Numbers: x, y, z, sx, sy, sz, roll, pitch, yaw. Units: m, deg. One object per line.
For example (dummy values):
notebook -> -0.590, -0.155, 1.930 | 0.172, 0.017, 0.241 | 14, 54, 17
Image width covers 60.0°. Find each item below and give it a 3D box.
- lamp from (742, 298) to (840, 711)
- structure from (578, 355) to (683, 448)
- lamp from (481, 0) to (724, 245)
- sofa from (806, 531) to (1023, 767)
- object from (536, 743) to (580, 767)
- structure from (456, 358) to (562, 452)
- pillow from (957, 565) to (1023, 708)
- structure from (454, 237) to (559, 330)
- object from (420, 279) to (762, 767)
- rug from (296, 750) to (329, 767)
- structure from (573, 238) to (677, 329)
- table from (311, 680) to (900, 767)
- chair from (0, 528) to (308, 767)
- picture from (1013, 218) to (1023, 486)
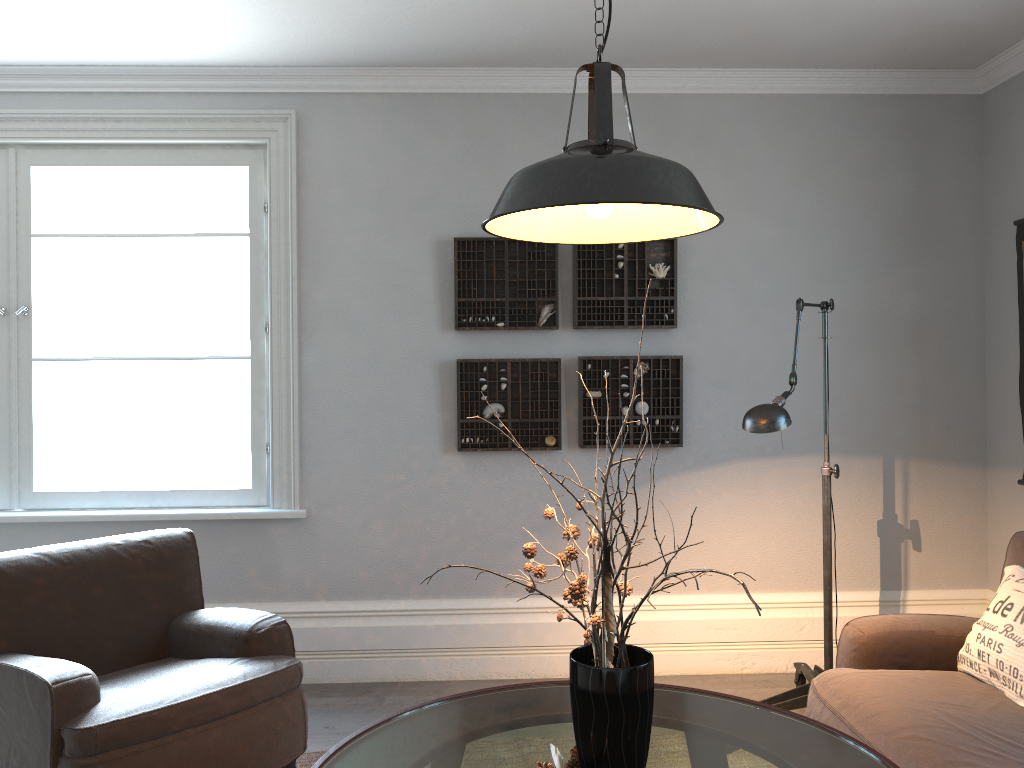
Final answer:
lamp -> 1.402, 0.502, 3.398 | 0.797, 1.644, 1.864 | -1, 0, 35
structure -> 0.536, 0.079, 4.010 | 0.468, 0.416, 0.086 | -1, 0, -2
lamp -> 0.182, -0.868, 1.866 | 0.504, 1.076, 0.504 | 0, 0, -45
sofa -> 1.429, 0.908, 1.906 | 0.968, 0.824, 2.165 | -1, 0, -2
object -> 0.108, 0.818, 1.846 | 0.153, 0.067, 0.404 | -1, 0, 15
structure -> -0.013, 0.092, 3.988 | 0.468, 0.416, 0.086 | -1, 0, -2
pillow -> 1.509, 0.737, 2.577 | 0.240, 0.368, 0.519 | -1, 0, -2
structure -> -0.025, -0.450, 4.004 | 0.468, 0.416, 0.099 | -1, 0, -2
object -> 0.133, 0.313, 1.759 | 0.525, 1.066, 0.853 | -1, 0, -31
rug -> 0.241, 1.287, 1.836 | 2.400, 0.090, 2.818 | -1, 0, -2
structure -> 0.511, -0.457, 4.001 | 0.468, 0.416, 0.105 | -1, 0, -2
table -> 0.202, 1.093, 1.864 | 1.300, 0.503, 1.300 | -1, 0, -9
chair -> -1.204, 0.945, 2.859 | 0.970, 0.795, 0.807 | -1, 0, 39
picture -> 2.198, -0.221, 3.419 | 0.057, 1.313, 0.793 | -1, 0, -2
